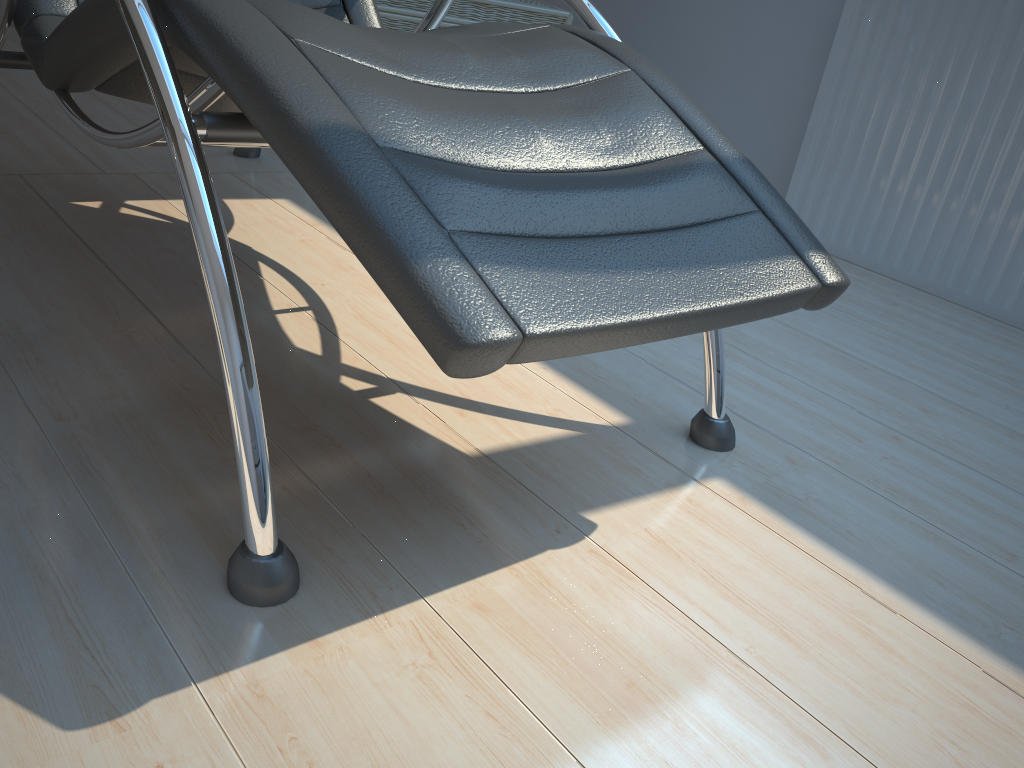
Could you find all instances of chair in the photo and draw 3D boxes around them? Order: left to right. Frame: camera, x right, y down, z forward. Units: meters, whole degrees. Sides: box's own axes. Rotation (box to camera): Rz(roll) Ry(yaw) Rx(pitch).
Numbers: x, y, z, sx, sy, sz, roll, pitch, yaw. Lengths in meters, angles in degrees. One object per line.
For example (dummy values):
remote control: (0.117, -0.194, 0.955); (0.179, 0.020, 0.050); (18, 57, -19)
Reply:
chair: (-0.363, -0.748, 1.423); (0.836, 1.251, 1.938); (-12, 33, -39)

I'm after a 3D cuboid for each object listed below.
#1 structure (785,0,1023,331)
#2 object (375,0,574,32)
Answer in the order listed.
structure: (1.344, -0.550, 2.205); (0.120, 0.800, 1.324); (-12, 33, -39)
object: (-0.278, -1.068, 2.984); (0.745, 0.518, 0.744); (5, 26, -13)
